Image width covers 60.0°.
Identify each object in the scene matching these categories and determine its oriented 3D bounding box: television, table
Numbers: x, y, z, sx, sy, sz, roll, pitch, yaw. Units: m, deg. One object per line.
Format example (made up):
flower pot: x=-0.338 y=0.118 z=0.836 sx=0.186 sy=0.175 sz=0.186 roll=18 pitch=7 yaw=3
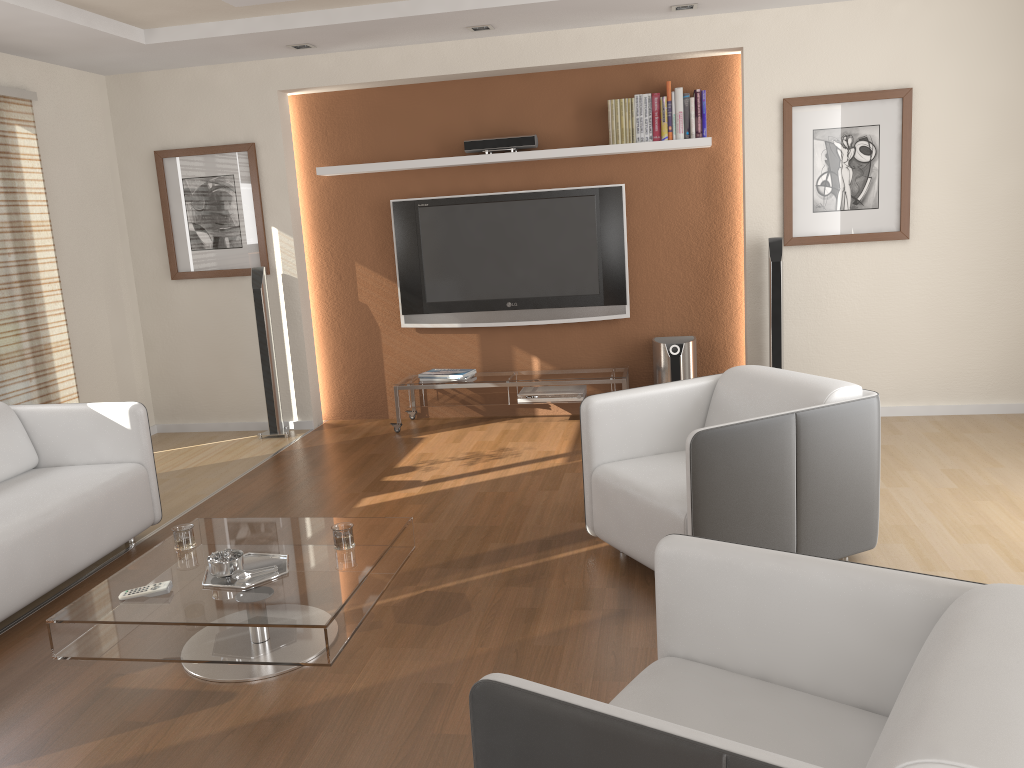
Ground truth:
television: x=-0.014 y=-0.848 z=6.048 sx=1.594 sy=0.900 sz=0.097 roll=-2 pitch=11 yaw=10
table: x=-0.889 y=0.761 z=3.078 sx=0.900 sy=0.300 sz=0.900 roll=-2 pitch=11 yaw=10

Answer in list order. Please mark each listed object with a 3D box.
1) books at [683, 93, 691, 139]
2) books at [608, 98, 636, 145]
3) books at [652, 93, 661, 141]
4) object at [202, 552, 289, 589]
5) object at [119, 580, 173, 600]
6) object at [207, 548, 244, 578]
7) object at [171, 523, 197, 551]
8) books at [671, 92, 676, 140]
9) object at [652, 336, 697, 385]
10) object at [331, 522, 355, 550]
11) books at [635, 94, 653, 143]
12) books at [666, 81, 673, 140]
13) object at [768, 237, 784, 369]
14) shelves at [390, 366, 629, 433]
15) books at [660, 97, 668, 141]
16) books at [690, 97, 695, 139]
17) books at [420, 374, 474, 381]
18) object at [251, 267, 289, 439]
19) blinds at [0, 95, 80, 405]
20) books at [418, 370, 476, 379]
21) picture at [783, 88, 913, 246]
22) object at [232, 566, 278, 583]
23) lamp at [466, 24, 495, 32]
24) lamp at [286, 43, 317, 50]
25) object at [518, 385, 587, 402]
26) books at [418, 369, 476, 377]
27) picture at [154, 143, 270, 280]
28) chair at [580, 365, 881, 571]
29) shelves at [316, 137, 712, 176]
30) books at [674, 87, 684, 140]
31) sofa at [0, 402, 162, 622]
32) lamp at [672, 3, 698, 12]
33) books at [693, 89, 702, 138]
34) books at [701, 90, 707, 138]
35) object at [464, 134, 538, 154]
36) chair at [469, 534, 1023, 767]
books: x=1.110 y=-1.695 z=5.640 sx=0.041 sy=0.278 sz=0.157 roll=-2 pitch=11 yaw=10
books: x=0.711 y=-1.680 z=5.707 sx=0.167 sy=0.275 sz=0.195 roll=-2 pitch=11 yaw=10
books: x=0.924 y=-1.696 z=5.666 sx=0.053 sy=0.293 sz=0.169 roll=-2 pitch=11 yaw=10
object: x=-0.887 y=0.623 z=2.969 sx=0.315 sy=0.011 sz=0.273 roll=0 pitch=11 yaw=17
object: x=-1.170 y=0.660 z=2.829 sx=0.158 sy=0.029 sz=0.064 roll=-5 pitch=11 yaw=-8
object: x=-0.950 y=0.594 z=2.949 sx=0.118 sy=0.079 sz=0.117 roll=0 pitch=11 yaw=17
object: x=-1.195 y=0.558 z=3.234 sx=0.079 sy=0.077 sz=0.079 roll=-4 pitch=11 yaw=-1
books: x=1.029 y=-1.699 z=5.648 sx=0.022 sy=0.293 sz=0.167 roll=-2 pitch=11 yaw=10
object: x=1.083 y=-0.034 z=5.875 sx=0.286 sy=0.518 sz=0.323 roll=-2 pitch=11 yaw=10
object: x=-0.596 y=0.539 z=3.134 sx=0.079 sy=0.077 sz=0.079 roll=-4 pitch=11 yaw=-1
books: x=0.845 y=-1.695 z=5.684 sx=0.104 sy=0.295 sz=0.146 roll=-2 pitch=11 yaw=10
books: x=1.002 y=-1.730 z=5.646 sx=0.028 sy=0.358 sz=0.169 roll=-2 pitch=11 yaw=10
object: x=1.638 y=-0.316 z=5.497 sx=0.228 sy=1.165 sz=0.215 roll=-1 pitch=11 yaw=15
shelves: x=-0.015 y=0.106 z=6.046 sx=1.617 sy=0.340 sz=0.444 roll=-2 pitch=11 yaw=10
books: x=0.970 y=-1.682 z=5.652 sx=0.041 sy=0.266 sz=0.186 roll=-2 pitch=11 yaw=10
books: x=1.144 y=-1.681 z=5.631 sx=0.028 sy=0.248 sz=0.169 roll=-2 pitch=11 yaw=10
books: x=-0.441 y=-0.054 z=6.075 sx=0.326 sy=0.017 sz=0.228 roll=-1 pitch=11 yaw=13
object: x=-1.674 y=-0.215 z=6.086 sx=0.228 sy=1.165 sz=0.215 roll=-3 pitch=11 yaw=5
blinds: x=-2.891 y=-0.540 z=5.048 sx=0.001 sy=2.200 sz=0.980 roll=-2 pitch=11 yaw=10
books: x=-0.441 y=-0.067 z=6.073 sx=0.326 sy=0.017 sz=0.228 roll=2 pitch=12 yaw=27
picture: x=2.028 y=-1.303 z=5.380 sx=0.734 sy=0.884 sz=0.025 roll=-2 pitch=11 yaw=10
object: x=-0.842 y=0.616 z=2.916 sx=0.147 sy=0.035 sz=0.051 roll=-12 pitch=14 yaw=-38
lamp: x=-0.189 y=-2.163 z=5.285 sx=0.146 sy=0.087 sz=0.146 roll=-2 pitch=11 yaw=10
lamp: x=-1.306 y=-2.129 z=5.484 sx=0.146 sy=0.087 sz=0.146 roll=-2 pitch=11 yaw=10
object: x=0.273 y=0.065 z=5.962 sx=0.435 sy=0.052 sz=0.274 roll=-2 pitch=11 yaw=10
books: x=-0.442 y=-0.079 z=6.070 sx=0.326 sy=0.017 sz=0.228 roll=1 pitch=12 yaw=21
picture: x=-2.065 y=-1.178 z=6.108 sx=0.734 sy=0.884 sz=0.025 roll=-2 pitch=11 yaw=10
chair: x=0.868 y=0.345 z=3.558 sx=0.919 sy=0.706 sz=0.767 roll=-9 pitch=12 yaw=-24
shelves: x=-0.022 y=-1.498 z=5.866 sx=2.612 sy=0.050 sz=0.200 roll=-2 pitch=11 yaw=10
books: x=1.063 y=-1.709 z=5.635 sx=0.050 sy=0.313 sz=0.179 roll=-2 pitch=11 yaw=10
sofa: x=-2.342 y=0.593 z=3.243 sx=0.919 sy=0.661 sz=2.238 roll=-2 pitch=11 yaw=10
lamp: x=0.986 y=-2.199 z=5.076 sx=0.146 sy=0.087 sz=0.146 roll=-2 pitch=11 yaw=10
books: x=1.177 y=-1.704 z=5.621 sx=0.041 sy=0.293 sz=0.169 roll=-2 pitch=11 yaw=10
books: x=1.212 y=-1.701 z=5.616 sx=0.029 sy=0.286 sz=0.169 roll=-2 pitch=11 yaw=10
object: x=-0.071 y=-1.574 z=5.855 sx=0.470 sy=0.109 sz=0.182 roll=-2 pitch=11 yaw=10
chair: x=0.529 y=0.724 z=1.608 sx=0.919 sy=0.661 sz=0.767 roll=4 pitch=13 yaw=35
